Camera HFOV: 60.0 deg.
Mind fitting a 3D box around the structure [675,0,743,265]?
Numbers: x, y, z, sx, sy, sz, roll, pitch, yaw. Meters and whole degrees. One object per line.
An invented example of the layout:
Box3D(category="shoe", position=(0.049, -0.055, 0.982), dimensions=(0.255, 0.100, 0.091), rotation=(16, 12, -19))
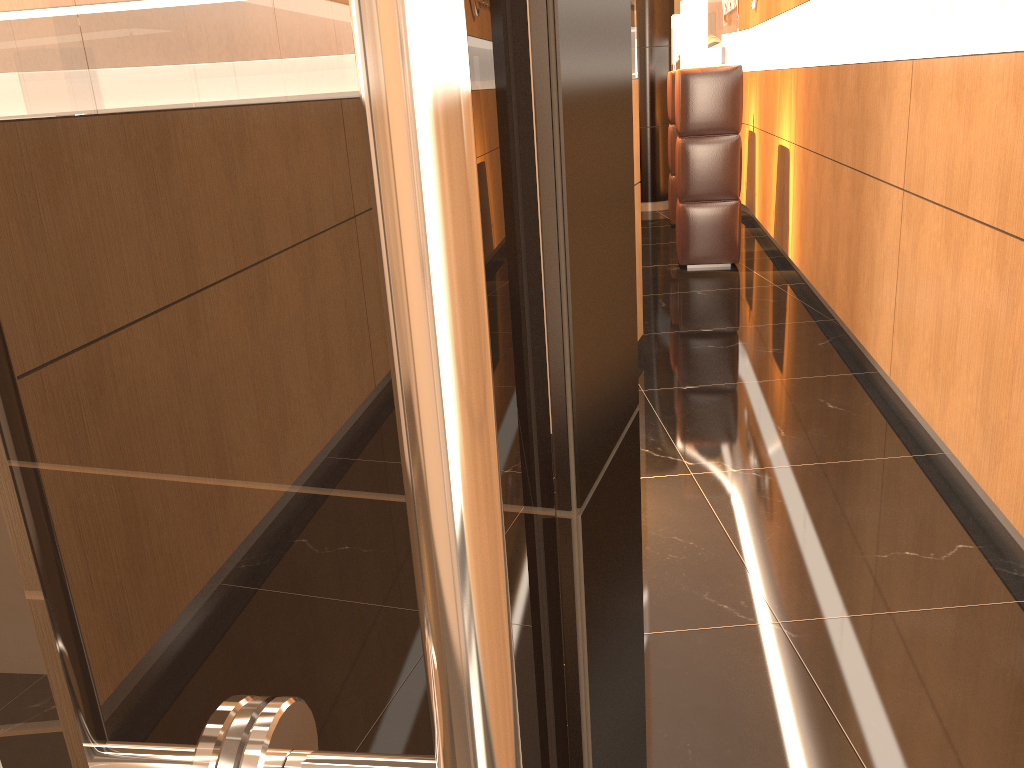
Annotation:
Box3D(category="structure", position=(1.515, -1.938, 6.853), dimensions=(0.498, 1.968, 0.484), rotation=(-1, 19, 8))

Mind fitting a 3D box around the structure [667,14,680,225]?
Box3D(category="structure", position=(1.800, -2.594, 8.810), dimensions=(0.498, 2.000, 0.484), rotation=(-1, 19, 8))

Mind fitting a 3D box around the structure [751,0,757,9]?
Box3D(category="structure", position=(2.117, -3.418, 7.342), dimensions=(0.034, 0.442, 2.050), rotation=(-1, 19, 9))

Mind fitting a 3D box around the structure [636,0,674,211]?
Box3D(category="structure", position=(1.512, -3.709, 9.950), dimensions=(0.613, 3.430, 0.613), rotation=(0, 19, 13))
